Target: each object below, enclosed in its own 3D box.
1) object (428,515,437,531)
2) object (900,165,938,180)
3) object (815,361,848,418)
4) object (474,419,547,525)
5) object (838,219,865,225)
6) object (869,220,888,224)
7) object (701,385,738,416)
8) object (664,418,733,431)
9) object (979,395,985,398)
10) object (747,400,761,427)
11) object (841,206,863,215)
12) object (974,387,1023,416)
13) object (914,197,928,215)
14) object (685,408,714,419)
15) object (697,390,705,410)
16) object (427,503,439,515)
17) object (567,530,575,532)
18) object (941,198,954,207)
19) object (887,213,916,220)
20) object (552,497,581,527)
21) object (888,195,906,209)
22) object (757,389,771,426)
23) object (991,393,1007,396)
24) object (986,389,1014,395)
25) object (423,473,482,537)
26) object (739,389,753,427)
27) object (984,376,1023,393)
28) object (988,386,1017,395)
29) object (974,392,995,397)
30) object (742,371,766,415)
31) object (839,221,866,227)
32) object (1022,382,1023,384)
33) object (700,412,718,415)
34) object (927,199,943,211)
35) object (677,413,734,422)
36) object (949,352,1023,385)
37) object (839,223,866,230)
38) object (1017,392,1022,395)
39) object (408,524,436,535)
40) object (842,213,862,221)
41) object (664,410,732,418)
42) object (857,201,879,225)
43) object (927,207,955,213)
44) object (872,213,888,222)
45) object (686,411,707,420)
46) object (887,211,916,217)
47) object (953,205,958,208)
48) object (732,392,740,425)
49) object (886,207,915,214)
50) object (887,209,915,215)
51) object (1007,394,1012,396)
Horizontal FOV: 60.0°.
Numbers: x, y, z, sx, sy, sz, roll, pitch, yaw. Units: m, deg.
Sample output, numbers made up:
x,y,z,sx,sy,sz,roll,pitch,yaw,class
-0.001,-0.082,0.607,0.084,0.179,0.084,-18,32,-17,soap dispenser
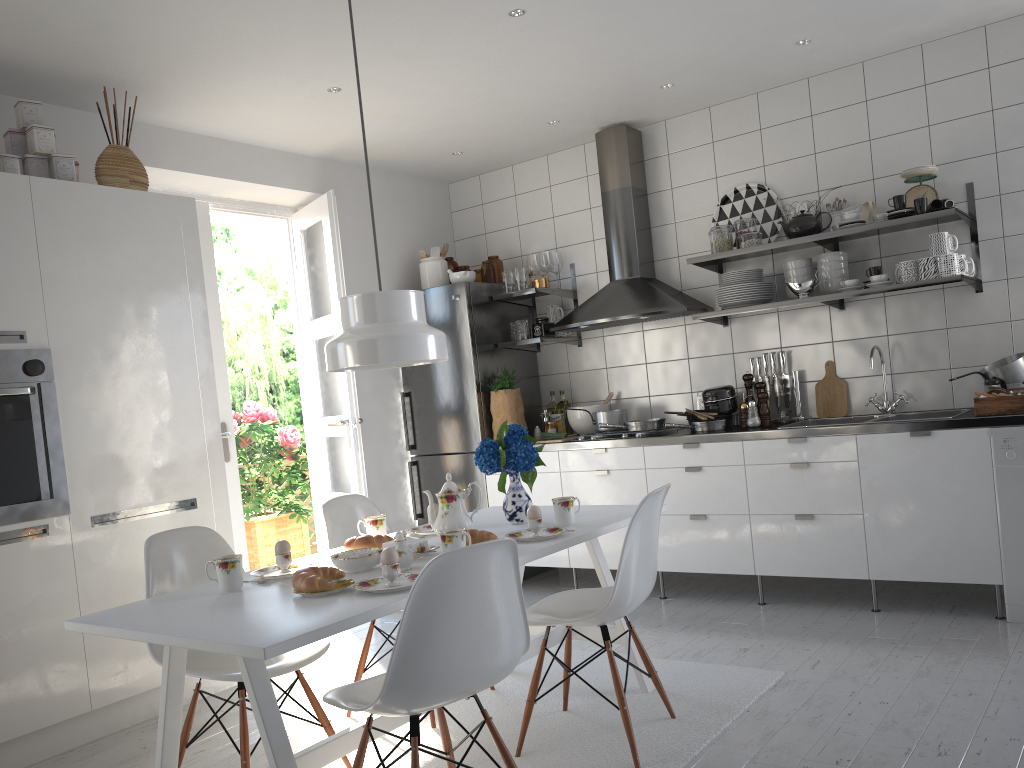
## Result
x,y,z,sx,sy,sz,roll,pitch,yaw,class
-0.276,0.496,3.180,0.048,0.057,0.048,-6,1,-13,object
1.895,-0.981,4.127,0.163,0.047,0.164,-6,-1,-4,object
1.638,0.026,4.552,0.157,0.294,0.047,-5,2,36,object
-0.001,0.313,3.175,0.266,0.377,0.235,-5,1,38,object
1.585,-0.747,4.136,0.121,0.024,0.121,-6,-1,32,object
1.718,-0.741,4.117,0.121,0.021,0.121,-6,-1,41,object
1.082,0.089,4.617,0.190,0.159,0.197,-6,0,-2,object
0.984,0.212,4.655,0.352,0.061,0.232,-6,-1,15,object
1.970,0.070,3.689,0.048,0.048,0.049,-6,1,-43,object
1.208,0.149,4.443,0.069,0.135,0.069,-6,1,16,object
1.581,-0.796,4.133,0.078,0.068,0.083,-6,0,-39,object
2.102,0.065,3.671,0.301,0.100,0.210,-6,0,39,object
1.811,-0.781,3.916,0.055,0.077,0.070,-6,1,-1,object
0.964,0.152,4.568,0.059,0.061,0.334,-6,-1,-6,object
1.072,0.134,4.874,0.101,0.201,0.080,-5,1,26,object
-0.280,0.459,3.179,0.048,0.063,0.048,-5,1,40,object
0.144,0.478,2.913,0.140,0.011,0.032,-6,-1,40,object
1.918,-0.797,3.925,0.069,0.059,0.082,-6,0,14,object
1.757,-0.747,3.993,0.121,0.021,0.121,-6,-1,14,object
0.180,0.434,3.005,0.078,0.095,0.090,-6,1,30,object
1.745,-0.809,3.999,0.055,0.078,0.070,-6,1,-33,object
1.272,0.118,4.476,0.058,0.184,0.058,-7,1,-25,object
2.074,0.072,3.633,0.030,0.084,0.220,-7,0,-29,object
2.067,0.068,3.766,0.118,0.099,0.084,-6,1,30,object
-0.190,0.402,2.890,0.140,0.230,0.149,-7,1,-36,object
1.196,0.122,4.507,0.081,0.192,0.058,-5,1,25,object
2.193,0.031,3.880,0.200,0.154,0.347,-6,0,21,object
2.162,0.053,3.739,0.266,0.107,0.048,-6,1,33,object
2.023,0.074,3.674,0.030,0.093,0.217,-7,0,-28,object
1.254,0.071,4.561,0.124,0.283,0.060,-5,2,41,object
1.589,-0.737,4.134,0.121,0.021,0.121,-6,-1,41,object
2.352,0.011,3.762,0.246,0.080,0.355,-6,-1,44,object
0.998,0.160,4.588,0.065,0.021,0.336,-6,-1,0,object
1.883,-0.786,3.936,0.069,0.058,0.080,-6,0,9,object
0.984,0.177,4.624,0.347,0.082,0.243,-6,0,-12,object
2.132,-0.041,3.964,0.371,0.169,0.202,-6,0,14,object
1.590,-0.728,4.135,0.121,0.021,0.121,-6,-1,41,object
2.111,0.065,3.714,0.054,0.059,0.068,-6,0,32,object
-0.274,0.523,3.181,0.201,0.016,0.200,-7,-1,41,object
1.584,-0.767,4.134,0.079,0.050,0.082,-6,0,9,object
0.993,0.162,4.616,0.246,0.080,0.355,-6,-1,44,object
1.720,-0.805,4.270,0.115,0.152,0.127,-6,1,-27,object
1.899,-0.762,3.931,0.121,0.021,0.121,-6,-1,41,object
1.715,-0.762,4.115,0.082,0.048,0.079,-6,0,-41,object
0.949,0.160,4.568,0.064,0.044,0.334,-6,-1,3,object
1.756,-0.756,3.993,0.121,0.021,0.121,-6,-1,41,object
1.999,-0.794,4.032,0.066,0.067,0.052,-6,1,37,object
1.187,0.122,4.849,0.080,0.201,0.101,-7,1,-34,object
1.752,-0.775,3.994,0.121,0.023,0.121,-6,-1,-13,object
1.756,-0.766,3.992,0.121,0.023,0.121,-6,-1,-22,object
2.043,0.064,3.630,0.050,0.043,0.050,-6,0,-4,object
